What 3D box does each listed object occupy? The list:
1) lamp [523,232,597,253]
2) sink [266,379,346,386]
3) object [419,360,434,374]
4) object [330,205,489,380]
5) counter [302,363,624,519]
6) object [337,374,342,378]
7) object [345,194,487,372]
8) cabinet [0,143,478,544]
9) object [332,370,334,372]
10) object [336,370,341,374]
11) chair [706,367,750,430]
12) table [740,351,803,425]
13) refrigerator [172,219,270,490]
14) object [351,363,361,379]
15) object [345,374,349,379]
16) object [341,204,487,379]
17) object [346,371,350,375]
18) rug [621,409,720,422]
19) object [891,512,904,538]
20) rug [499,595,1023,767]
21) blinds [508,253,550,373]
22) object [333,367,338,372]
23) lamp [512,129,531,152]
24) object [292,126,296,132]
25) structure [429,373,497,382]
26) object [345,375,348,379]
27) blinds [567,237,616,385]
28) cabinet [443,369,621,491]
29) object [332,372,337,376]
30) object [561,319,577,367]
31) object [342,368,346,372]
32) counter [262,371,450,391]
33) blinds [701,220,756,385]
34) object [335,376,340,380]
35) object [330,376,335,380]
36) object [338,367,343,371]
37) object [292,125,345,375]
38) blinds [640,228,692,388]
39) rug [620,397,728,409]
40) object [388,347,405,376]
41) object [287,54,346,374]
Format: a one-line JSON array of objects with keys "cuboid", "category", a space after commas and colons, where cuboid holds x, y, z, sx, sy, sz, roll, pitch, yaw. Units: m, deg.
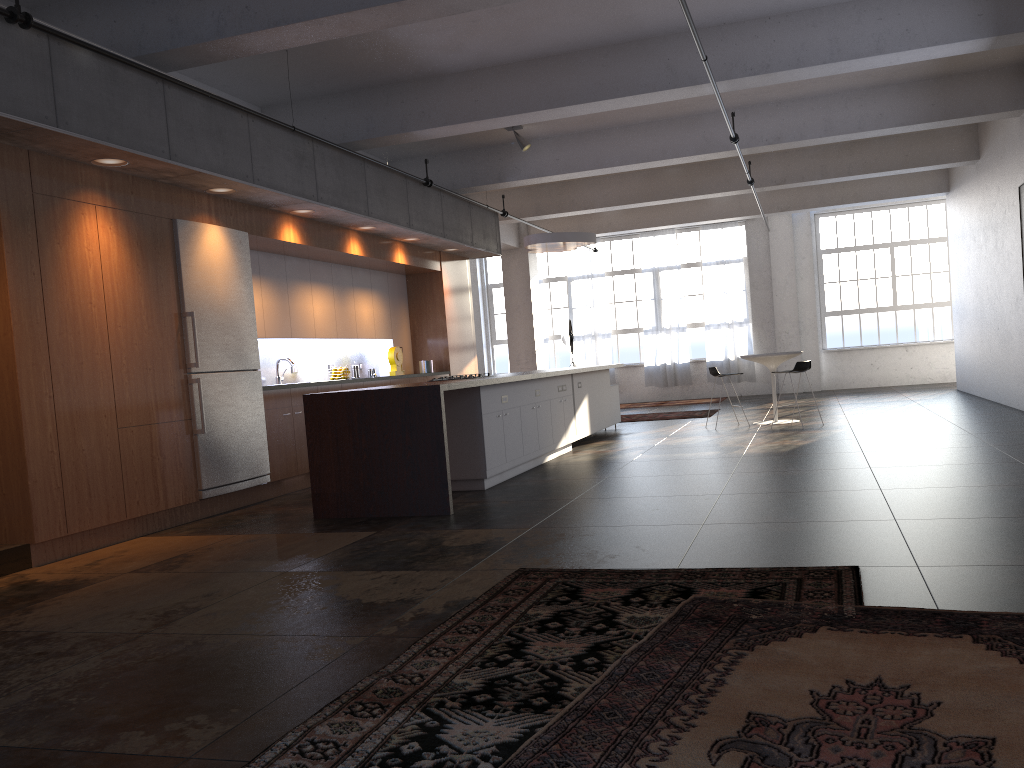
[{"cuboid": [0.557, -1.971, 12.395, 1.024, 0.130, 1.061, -5, 1, -26], "category": "lamp"}, {"cuboid": [-2.179, 0.077, 9.447, 0.517, 0.192, 0.737, -4, 1, 18], "category": "sink"}, {"cuboid": [-1.174, -0.235, 12.156, 0.193, 0.170, 0.187, -5, 2, -24], "category": "object"}, {"cuboid": [-5.473, 0.781, 4.787, 0.933, 1.216, 13.401, -3, 2, 29], "category": "object"}, {"cuboid": [0.043, 0.375, 9.823, 1.128, 0.972, 6.727, -4, 1, 19], "category": "counter"}, {"cuboid": [-2.007, -0.093, 10.286, 0.052, 0.053, 0.062, -5, 2, 0], "category": "object"}, {"cuboid": [-1.938, -0.173, 10.366, 0.056, 0.060, 0.054, -3, 3, 41], "category": "object"}, {"cuboid": [-2.967, -0.359, 9.825, 2.351, 2.565, 8.193, -4, 1, 18], "category": "cabinet"}, {"cuboid": [-2.075, -0.154, 10.358, 0.052, 0.053, 0.062, -5, 2, -24], "category": "object"}, {"cuboid": [-2.495, -1.118, 7.496, 0.056, 2.192, 5.660, -4, 1, 8], "category": "object"}, {"cuboid": [2.884, 0.204, 11.945, 0.507, 0.896, 0.461, -5, 2, -5], "category": "chair"}, {"cuboid": [3.571, 0.057, 12.072, 0.818, 0.952, 0.838, -4, 2, 18], "category": "table"}, {"cuboid": [-2.520, -0.249, 7.609, 0.217, 2.193, 0.965, -4, 3, 16], "category": "refrigerator"}, {"cuboid": [-1.957, -0.171, 11.055, 0.059, 0.210, 0.146, -4, 2, 18], "category": "object"}, {"cuboid": [-1.944, -0.086, 10.403, 0.061, 0.057, 0.051, -6, 2, -36], "category": "object"}, {"cuboid": [-1.174, -1.295, 11.399, 0.056, 2.312, 2.973, -3, 3, 37], "category": "object"}, {"cuboid": [-5.176, -0.855, 5.280, 0.061, 2.212, 12.020, -3, 2, 32], "category": "object"}, {"cuboid": [2.025, 0.572, 15.135, 2.851, 0.029, 1.874, -4, 1, 17], "category": "rug"}, {"cuboid": [-1.779, 1.203, 7.225, 19.514, 0.001, 27.496, -4, 1, 18], "category": "object"}, {"cuboid": [0.671, 0.952, 1.841, 1.845, 0.048, 3.578, -4, 1, 28], "category": "rug"}, {"cuboid": [0.334, -1.548, 20.506, 1.014, 3.717, 0.318, -4, 3, 16], "category": "blinds"}, {"cuboid": [-2.055, -0.168, 10.295, 0.051, 0.060, 0.058, -6, 3, -38], "category": "object"}, {"cuboid": [0.118, -2.979, 10.782, 0.222, 0.287, 0.132, -5, 2, 1], "category": "lamp"}, {"cuboid": [-1.989, -0.128, 10.406, 0.051, 0.053, 0.063, -4, 2, 25], "category": "object"}, {"cuboid": [-0.496, -0.056, 8.967, 0.506, 0.072, 0.647, -4, 1, 18], "category": "structure"}, {"cuboid": [-1.942, -0.079, 10.346, 0.061, 0.053, 0.053, -4, 2, 5], "category": "object"}, {"cuboid": [1.744, -1.648, 20.053, 1.020, 3.679, 0.364, -4, 3, 16], "category": "blinds"}, {"cuboid": [0.253, 0.376, 10.407, 0.911, 0.931, 5.709, -4, 1, 19], "category": "cabinet"}, {"cuboid": [-2.069, -0.118, 10.306, 0.053, 0.054, 0.061, -4, 2, 9], "category": "object"}, {"cuboid": [1.144, -0.365, 18.199, 1.166, 1.921, 1.067, -4, 2, 18], "category": "object"}, {"cuboid": [-2.661, -1.093, 6.903, 0.053, 2.171, 6.909, -4, 1, 11], "category": "object"}, {"cuboid": [-2.336, -0.004, 10.450, 1.588, 0.039, 4.508, -4, 1, 18], "category": "counter"}, {"cuboid": [4.641, -1.872, 19.179, 1.018, 3.755, 0.345, -4, 3, 15], "category": "blinds"}, {"cuboid": [-2.031, -0.068, 10.319, 0.050, 0.055, 0.061, -4, 2, 9], "category": "object"}, {"cuboid": [-5.342, 0.830, 4.802, 0.053, 1.096, 12.961, -3, 2, 31], "category": "object"}, {"cuboid": [-3.173, -1.039, 5.472, 0.058, 2.166, 9.976, -4, 1, 13], "category": "object"}, {"cuboid": [-1.939, -1.195, 9.063, 0.053, 2.230, 2.400, -5, 2, -5], "category": "object"}, {"cuboid": [3.346, -1.773, 19.562, 1.026, 3.701, 0.342, -4, 3, 14], "category": "blinds"}, {"cuboid": [2.922, 0.434, 18.764, 3.095, 0.009, 1.834, -4, 1, 17], "category": "rug"}, {"cuboid": [-1.512, -0.297, 11.581, 0.098, 0.381, 0.277, -4, 2, 18], "category": "object"}, {"cuboid": [-1.969, -0.132, 10.354, 0.065, 0.053, 0.050, -6, 2, -35], "category": "object"}]
